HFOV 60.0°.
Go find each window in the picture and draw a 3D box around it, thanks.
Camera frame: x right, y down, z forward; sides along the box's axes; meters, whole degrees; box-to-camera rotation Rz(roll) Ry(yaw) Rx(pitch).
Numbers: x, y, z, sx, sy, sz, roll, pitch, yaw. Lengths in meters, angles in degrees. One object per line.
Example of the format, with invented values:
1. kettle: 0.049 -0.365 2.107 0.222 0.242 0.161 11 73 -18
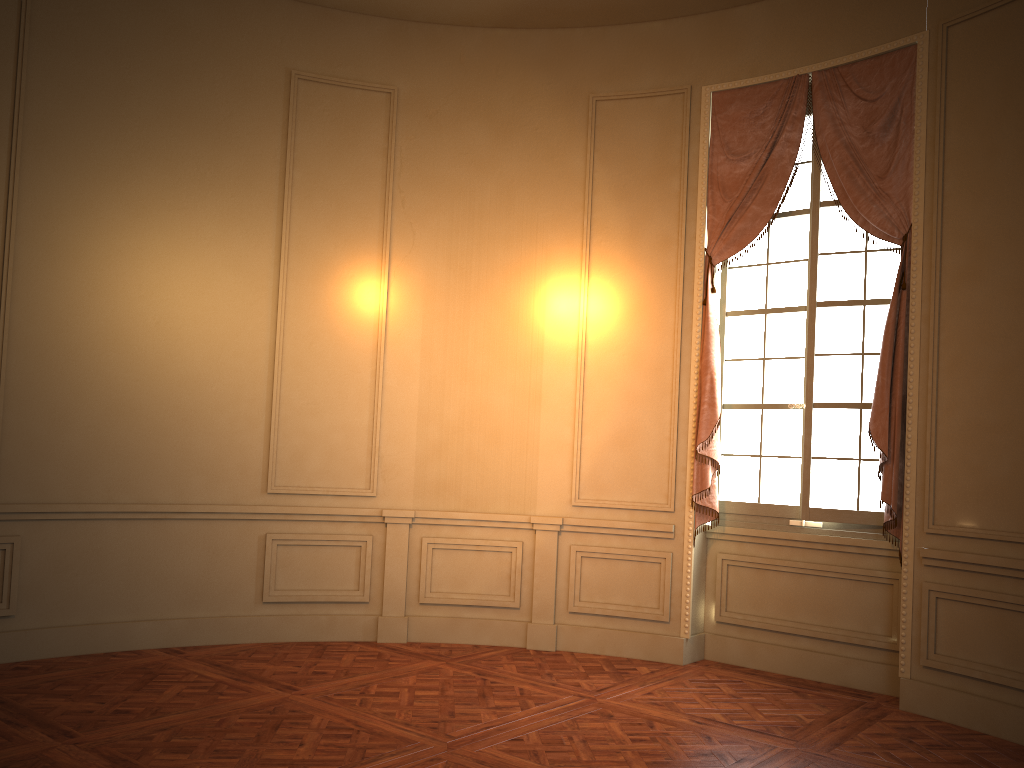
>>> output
1. window: 1.865 -0.491 5.522 1.279 2.834 0.157 1 -3 39

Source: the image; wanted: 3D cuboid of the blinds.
1. blinds: 1.721 -0.446 5.334 1.302 2.975 0.293 1 -3 38
